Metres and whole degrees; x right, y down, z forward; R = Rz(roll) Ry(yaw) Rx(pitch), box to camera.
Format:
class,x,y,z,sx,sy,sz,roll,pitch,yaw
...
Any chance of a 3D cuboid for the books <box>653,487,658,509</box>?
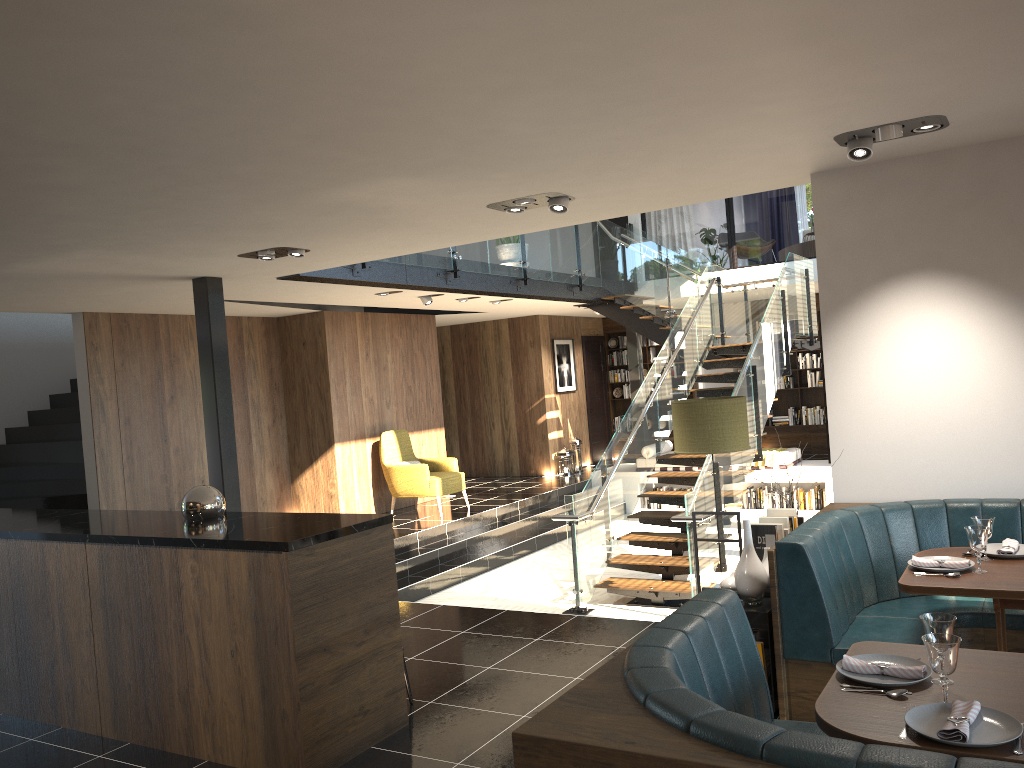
class,x,y,z,sx,sy,sz,roll,pitch,yaw
books,2.206,1.737,13.555,0.029,0.314,0.163,-4,1,31

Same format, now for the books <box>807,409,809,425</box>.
class,x,y,z,sx,sy,sz,roll,pitch,yaw
books,5.042,0.551,15.055,0.025,0.274,0.150,-4,1,31

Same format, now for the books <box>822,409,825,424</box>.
class,x,y,z,sx,sy,sz,roll,pitch,yaw
books,5.257,0.547,14.910,0.029,0.250,0.142,-4,1,31

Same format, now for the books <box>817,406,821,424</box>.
class,x,y,z,sx,sy,sz,roll,pitch,yaw
books,5.182,0.525,14.957,0.032,0.306,0.155,-4,1,31

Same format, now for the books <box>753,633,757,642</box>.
class,x,y,z,sx,sy,sz,roll,pitch,yaw
books,1.113,1.336,4.299,0.156,0.263,0.026,-4,1,31

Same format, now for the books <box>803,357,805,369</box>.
class,x,y,z,sx,sy,sz,roll,pitch,yaw
books,4.967,-0.357,15.039,0.024,0.198,0.174,-4,1,31

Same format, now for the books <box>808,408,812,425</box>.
class,x,y,z,sx,sy,sz,roll,pitch,yaw
books,5.052,0.549,15.018,0.030,0.276,0.160,-4,1,31

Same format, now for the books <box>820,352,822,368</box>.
class,x,y,z,sx,sy,sz,roll,pitch,yaw
books,5.207,-0.409,14.894,0.032,0.265,0.149,-4,1,31

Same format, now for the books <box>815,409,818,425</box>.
class,x,y,z,sx,sy,sz,roll,pitch,yaw
books,5.150,0.552,14.956,0.025,0.255,0.202,-4,1,31

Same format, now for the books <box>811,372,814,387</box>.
class,x,y,z,sx,sy,sz,roll,pitch,yaw
books,5.085,-0.072,14.979,0.030,0.245,0.166,-4,1,31

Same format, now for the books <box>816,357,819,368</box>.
class,x,y,z,sx,sy,sz,roll,pitch,yaw
books,5.151,-0.361,14.939,0.021,0.176,0.161,-4,1,31

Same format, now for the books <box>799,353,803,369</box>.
class,x,y,z,sx,sy,sz,roll,pitch,yaw
books,4.925,-0.391,15.078,0.031,0.272,0.158,-4,1,31

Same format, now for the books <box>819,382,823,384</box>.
class,x,y,z,sx,sy,sz,roll,pitch,yaw
books,5.287,-0.027,14.862,0.261,0.024,0.167,-4,0,28

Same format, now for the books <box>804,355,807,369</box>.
class,x,y,z,sx,sy,sz,roll,pitch,yaw
books,4.984,-0.374,15.019,0.027,0.228,0.208,-4,1,31

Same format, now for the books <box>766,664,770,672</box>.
class,x,y,z,sx,sy,sz,roll,pitch,yaw
books,1.201,1.422,4.441,0.156,0.025,0.275,-4,0,27

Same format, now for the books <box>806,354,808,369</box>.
class,x,y,z,sx,sy,sz,roll,pitch,yaw
books,5.011,-0.381,15.012,0.027,0.239,0.153,-4,1,31

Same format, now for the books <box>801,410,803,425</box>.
class,x,y,z,sx,sy,sz,roll,pitch,yaw
books,4.969,0.562,15.106,0.026,0.263,0.156,-4,1,31

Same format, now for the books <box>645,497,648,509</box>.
class,x,y,z,sx,sy,sz,roll,pitch,yaw
books,2.077,1.783,13.611,0.027,0.241,0.149,-4,1,31

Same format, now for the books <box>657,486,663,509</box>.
class,x,y,z,sx,sy,sz,roll,pitch,yaw
books,2.261,1.729,13.484,0.030,0.322,0.202,-4,1,31

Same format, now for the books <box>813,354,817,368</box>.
class,x,y,z,sx,sy,sz,roll,pitch,yaw
books,5.117,-0.386,14.933,0.028,0.231,0.167,-4,1,31

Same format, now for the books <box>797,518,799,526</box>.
class,x,y,z,sx,sy,sz,roll,pitch,yaw
books,1.498,0.873,4.893,0.173,0.262,0.030,-4,1,31

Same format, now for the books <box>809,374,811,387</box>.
class,x,y,z,sx,sy,sz,roll,pitch,yaw
books,5.047,-0.055,14.966,0.023,0.218,0.195,-4,1,31

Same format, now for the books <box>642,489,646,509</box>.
class,x,y,z,sx,sy,sz,roll,pitch,yaw
books,2.039,1.764,13.646,0.024,0.286,0.130,-4,1,31

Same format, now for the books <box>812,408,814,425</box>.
class,x,y,z,sx,sy,sz,roll,pitch,yaw
books,5.111,0.543,15.008,0.031,0.280,0.141,-4,1,31

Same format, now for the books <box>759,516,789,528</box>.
class,x,y,z,sx,sy,sz,roll,pitch,yaw
books,1.401,0.860,4.718,0.155,0.306,0.032,-4,1,31

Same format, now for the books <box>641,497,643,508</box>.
class,x,y,z,sx,sy,sz,roll,pitch,yaw
books,2.026,1.772,13.672,0.025,0.270,0.156,-4,1,31

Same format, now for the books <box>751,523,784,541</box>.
class,x,y,z,sx,sy,sz,roll,pitch,yaw
books,1.325,0.872,4.599,0.177,0.294,0.025,-4,1,31

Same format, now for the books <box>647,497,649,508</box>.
class,x,y,z,sx,sy,sz,roll,pitch,yaw
books,2.117,1.795,13.620,0.029,0.211,0.130,-4,1,31

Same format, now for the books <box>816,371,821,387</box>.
class,x,y,z,sx,sy,sz,roll,pitch,yaw
books,5.160,-0.086,14.941,0.067,0.261,0.159,-4,1,31

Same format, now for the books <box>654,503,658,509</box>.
class,x,y,z,sx,sy,sz,roll,pitch,yaw
books,2.214,1.767,13.510,0.027,0.254,0.204,-4,1,31

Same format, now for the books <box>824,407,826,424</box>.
class,x,y,z,sx,sy,sz,roll,pitch,yaw
books,5.276,0.530,14.889,0.028,0.280,0.154,-4,1,31

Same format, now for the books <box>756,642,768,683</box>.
class,x,y,z,sx,sy,sz,roll,pitch,yaw
books,1.107,1.352,4.267,0.231,0.232,0.037,-4,1,31

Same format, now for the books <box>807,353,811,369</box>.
class,x,y,z,sx,sy,sz,roll,pitch,yaw
books,5.030,-0.392,14.993,0.028,0.258,0.208,-4,1,31

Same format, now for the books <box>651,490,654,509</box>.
class,x,y,z,sx,sy,sz,roll,pitch,yaw
books,2.167,1.761,13.548,0.035,0.273,0.200,-4,1,31

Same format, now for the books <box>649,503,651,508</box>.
class,x,y,z,sx,sy,sz,roll,pitch,yaw
books,2.142,1.771,13.607,0.030,0.256,0.145,-4,1,31

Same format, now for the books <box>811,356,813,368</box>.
class,x,y,z,sx,sy,sz,roll,pitch,yaw
books,5.084,-0.371,14.983,0.021,0.206,0.147,-4,1,31

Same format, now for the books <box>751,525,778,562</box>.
class,x,y,z,sx,sy,sz,roll,pitch,yaw
books,1.286,0.869,4.502,0.131,0.307,0.022,-4,1,31

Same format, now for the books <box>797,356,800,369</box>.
class,x,y,z,sx,sy,sz,roll,pitch,yaw
books,4.901,-0.368,15.096,0.031,0.228,0.176,-4,1,31

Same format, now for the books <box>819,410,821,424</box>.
class,x,y,z,sx,sy,sz,roll,pitch,yaw
books,5.201,0.553,14.933,0.023,0.246,0.148,-4,1,31

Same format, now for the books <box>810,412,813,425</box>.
class,x,y,z,sx,sy,sz,roll,pitch,yaw
books,5.084,0.578,15.015,0.025,0.214,0.170,-4,1,31

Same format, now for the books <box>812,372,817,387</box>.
class,x,y,z,sx,sy,sz,roll,pitch,yaw
books,5.100,-0.072,14.941,0.036,0.244,0.194,-4,1,31

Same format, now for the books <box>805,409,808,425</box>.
class,x,y,z,sx,sy,sz,roll,pitch,yaw
books,5.010,0.559,15.053,0.030,0.262,0.173,-4,1,31

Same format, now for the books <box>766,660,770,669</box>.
class,x,y,z,sx,sy,sz,roll,pitch,yaw
books,1.196,1.398,4.443,0.167,0.024,0.261,-4,0,28

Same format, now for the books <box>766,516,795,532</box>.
class,x,y,z,sx,sy,sz,roll,pitch,yaw
books,1.435,0.861,4.764,0.169,0.298,0.032,-4,1,31

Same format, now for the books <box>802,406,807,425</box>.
class,x,y,z,sx,sy,sz,roll,pitch,yaw
books,4.975,0.537,15.061,0.035,0.312,0.160,-4,1,31

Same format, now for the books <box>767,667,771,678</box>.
class,x,y,z,sx,sy,sz,roll,pitch,yaw
books,1.204,1.447,4.441,0.156,0.025,0.274,-4,0,28

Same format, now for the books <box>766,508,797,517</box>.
class,x,y,z,sx,sy,sz,roll,pitch,yaw
books,1.504,0.848,4.926,0.160,0.312,0.035,-4,1,31

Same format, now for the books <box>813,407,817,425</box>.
class,x,y,z,sx,sy,sz,roll,pitch,yaw
books,5.136,0.532,14.991,0.032,0.298,0.169,-4,1,31

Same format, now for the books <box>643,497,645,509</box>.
class,x,y,z,sx,sy,sz,roll,pitch,yaw
books,2.054,1.791,13.621,0.024,0.229,0.171,-4,1,31

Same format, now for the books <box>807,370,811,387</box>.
class,x,y,z,sx,sy,sz,roll,pitch,yaw
books,5.040,-0.088,15.010,0.031,0.284,0.176,-4,1,31

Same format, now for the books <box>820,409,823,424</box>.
class,x,y,z,sx,sy,sz,roll,pitch,yaw
books,5.229,0.547,14.924,0.034,0.255,0.194,-4,1,31

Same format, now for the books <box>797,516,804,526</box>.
class,x,y,z,sx,sy,sz,roll,pitch,yaw
books,1.551,0.869,4.934,0.156,0.263,0.026,-4,1,31

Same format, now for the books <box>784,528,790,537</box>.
class,x,y,z,sx,sy,sz,roll,pitch,yaw
books,1.370,0.888,4.674,0.194,0.255,0.034,-4,1,31

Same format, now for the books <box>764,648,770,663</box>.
class,x,y,z,sx,sy,sz,roll,pitch,yaw
books,1.198,1.373,4.439,0.156,0.025,0.274,-4,0,35

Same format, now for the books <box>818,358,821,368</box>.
class,x,y,z,sx,sy,sz,roll,pitch,yaw
books,5.182,-0.360,14.924,0.047,0.171,0.167,-4,1,31

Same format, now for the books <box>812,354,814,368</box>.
class,x,y,z,sx,sy,sz,roll,pitch,yaw
books,5.098,-0.391,14.958,0.030,0.244,0.142,-4,1,31

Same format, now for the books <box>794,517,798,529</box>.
class,x,y,z,sx,sy,sz,roll,pitch,yaw
books,1.499,0.867,4.860,0.150,0.274,0.025,-4,1,31

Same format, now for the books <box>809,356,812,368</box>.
class,x,y,z,sx,sy,sz,roll,pitch,yaw
books,5.066,-0.367,14.997,0.026,0.201,0.146,-4,1,31
